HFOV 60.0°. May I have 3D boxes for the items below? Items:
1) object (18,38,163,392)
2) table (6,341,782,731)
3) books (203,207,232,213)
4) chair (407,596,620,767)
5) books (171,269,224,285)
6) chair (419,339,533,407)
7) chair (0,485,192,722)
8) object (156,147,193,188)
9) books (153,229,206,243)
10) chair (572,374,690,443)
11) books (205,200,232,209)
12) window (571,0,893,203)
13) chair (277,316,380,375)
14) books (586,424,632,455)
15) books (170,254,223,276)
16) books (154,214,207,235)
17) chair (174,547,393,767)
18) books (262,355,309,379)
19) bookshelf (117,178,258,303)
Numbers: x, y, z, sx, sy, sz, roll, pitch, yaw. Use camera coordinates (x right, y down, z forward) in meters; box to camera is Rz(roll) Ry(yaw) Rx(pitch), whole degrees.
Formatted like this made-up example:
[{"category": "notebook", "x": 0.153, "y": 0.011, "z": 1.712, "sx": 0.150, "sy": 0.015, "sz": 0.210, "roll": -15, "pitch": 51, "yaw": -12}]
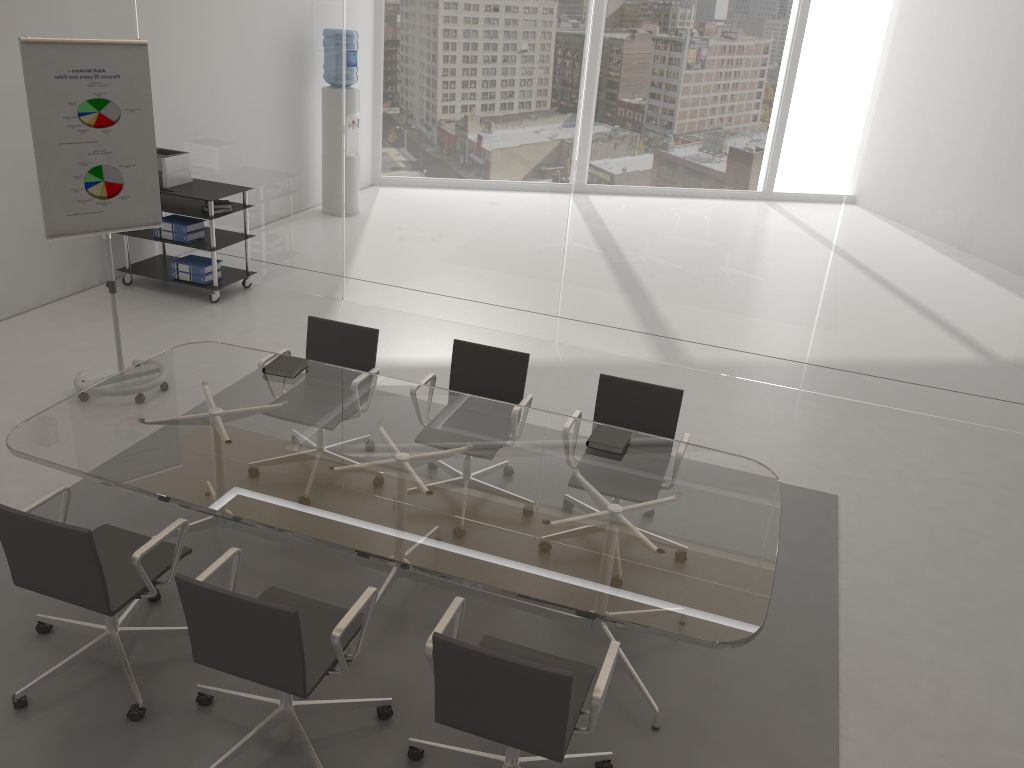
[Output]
[{"category": "object", "x": -2.378, "y": -0.904, "z": 5.192, "sx": 0.560, "sy": 2.088, "sz": 0.553, "roll": 6, "pitch": 24, "yaw": 2}, {"category": "table", "x": -0.482, "y": 0.617, "z": 3.826, "sx": 3.054, "sy": 0.721, "sz": 1.372, "roll": 12, "pitch": 25, "yaw": 15}, {"category": "books", "x": -2.358, "y": -1.406, "z": 7.104, "sx": 0.146, "sy": 0.028, "sz": 0.170, "roll": 21, "pitch": 29, "yaw": 32}, {"category": "chair", "x": 0.022, "y": 1.020, "z": 2.928, "sx": 0.731, "sy": 0.805, "sz": 0.710, "roll": 5, "pitch": 24, "yaw": 0}, {"category": "books", "x": -2.587, "y": -0.909, "z": 7.302, "sx": 0.320, "sy": 0.077, "sz": 0.263, "roll": 12, "pitch": 25, "yaw": 15}, {"category": "chair", "x": -0.221, "y": 0.276, "z": 4.548, "sx": 0.731, "sy": 0.805, "sz": 0.710, "roll": 5, "pitch": 24, "yaw": 0}, {"category": "chair", "x": -1.522, "y": 0.694, "z": 3.358, "sx": 0.731, "sy": 0.805, "sz": 0.710, "roll": 5, "pitch": 24, "yaw": 0}, {"category": "object", "x": -2.843, "y": -1.756, "z": 7.185, "sx": 0.351, "sy": 0.235, "sz": 0.350, "roll": 12, "pitch": 25, "yaw": 15}, {"category": "books", "x": -2.697, "y": -1.229, "z": 7.223, "sx": 0.320, "sy": 0.077, "sz": 0.263, "roll": 12, "pitch": 25, "yaw": 15}, {"category": "chair", "x": 0.525, "y": 0.462, "z": 4.276, "sx": 0.731, "sy": 0.805, "sz": 0.710, "roll": 5, "pitch": 24, "yaw": 0}, {"category": "books", "x": -2.349, "y": -1.439, "z": 7.100, "sx": 0.183, "sy": 0.032, "sz": 0.164, "roll": -8, "pitch": 27, "yaw": -27}, {"category": "window", "x": 2.492, "y": -4.727, "z": 11.740, "sx": 8.533, "sy": 4.498, "sz": 0.100, "roll": -1, "pitch": 25, "yaw": -12}, {"category": "chair", "x": -1.024, "y": 0.141, "z": 4.693, "sx": 0.731, "sy": 0.805, "sz": 0.710, "roll": 5, "pitch": 24, "yaw": 0}, {"category": "books", "x": 0.430, "y": 0.243, "z": 3.915, "sx": 0.164, "sy": 0.032, "sz": 0.183, "roll": 13, "pitch": 25, "yaw": 17}, {"category": "books", "x": -2.581, "y": -0.976, "z": 7.274, "sx": 0.320, "sy": 0.077, "sz": 0.263, "roll": 12, "pitch": 25, "yaw": 15}, {"category": "books", "x": -2.690, "y": -1.296, "z": 7.194, "sx": 0.320, "sy": 0.077, "sz": 0.263, "roll": 12, "pitch": 25, "yaw": 15}, {"category": "chair", "x": -0.779, "y": 0.883, "z": 3.080, "sx": 0.731, "sy": 0.805, "sz": 0.710, "roll": 5, "pitch": 24, "yaw": 0}, {"category": "books", "x": -1.108, "y": -0.087, "z": 4.354, "sx": 0.164, "sy": 0.032, "sz": 0.183, "roll": 9, "pitch": 24, "yaw": 9}, {"category": "bookshelf", "x": -2.706, "y": -1.216, "z": 7.346, "sx": 0.985, "sy": 0.855, "sz": 0.567, "roll": 12, "pitch": 25, "yaw": 15}]
